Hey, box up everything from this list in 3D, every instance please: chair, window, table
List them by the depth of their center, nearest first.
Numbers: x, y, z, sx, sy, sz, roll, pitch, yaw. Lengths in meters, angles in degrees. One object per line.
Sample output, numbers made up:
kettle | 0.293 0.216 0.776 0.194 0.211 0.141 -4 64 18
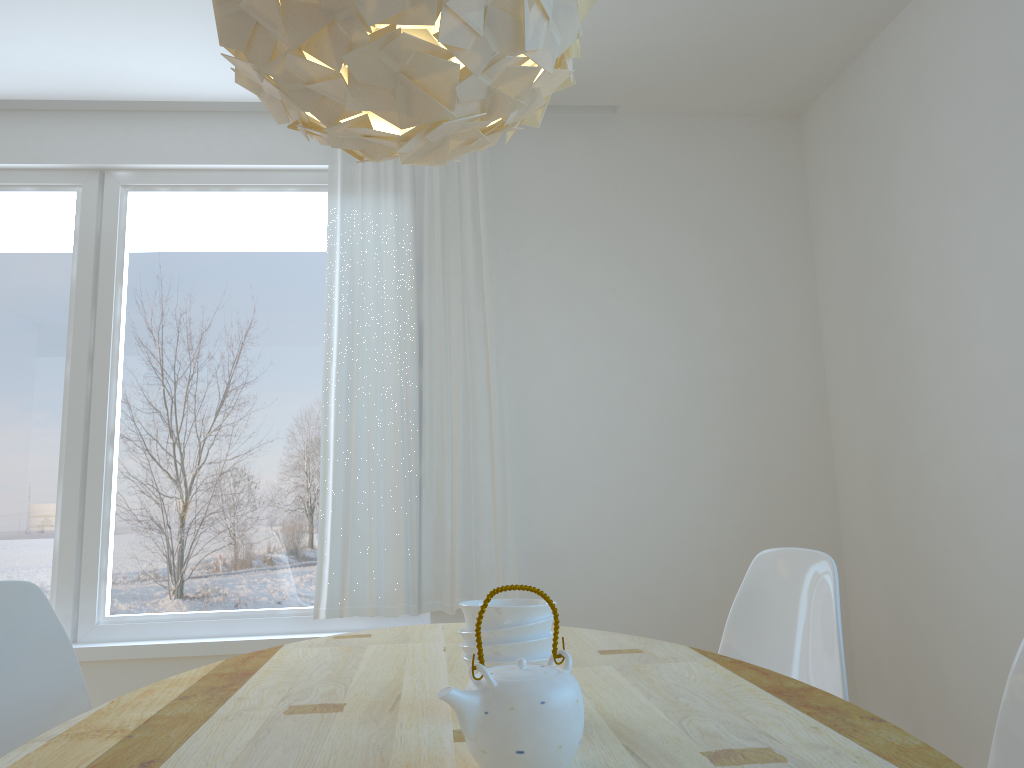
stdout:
table | -0.073 0.845 1.175 1.193 0.733 2.168 -1 -8 -7
chair | 0.676 0.743 1.249 0.523 0.912 0.425 -1 -10 -5
chair | -0.853 0.855 1.751 0.522 0.912 0.425 -4 -10 14
chair | 0.489 0.842 1.974 0.522 0.912 0.426 4 -12 -30
window | -1.714 0.049 3.617 2.726 1.940 0.087 -1 -11 -5

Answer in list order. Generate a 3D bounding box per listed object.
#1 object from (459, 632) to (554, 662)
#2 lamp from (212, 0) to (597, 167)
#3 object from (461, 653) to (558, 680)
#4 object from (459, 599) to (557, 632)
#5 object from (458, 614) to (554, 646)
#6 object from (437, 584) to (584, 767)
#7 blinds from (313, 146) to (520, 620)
object | -0.004 0.430 1.355 0.150 0.094 0.151 -7 -10 33
lamp | -0.185 -0.916 1.514 0.647 1.148 0.632 -1 -10 -6
object | 0.000 0.453 1.349 0.151 0.083 0.151 -7 -10 34
object | -0.006 0.379 1.367 0.151 0.088 0.150 -5 -9 23
object | -0.008 0.407 1.360 0.150 0.097 0.150 -3 -8 11
object | -0.003 0.353 1.075 0.177 0.214 0.145 -1 -10 -6
blinds | -0.392 -0.183 3.583 0.795 2.184 0.148 -1 -11 -5
